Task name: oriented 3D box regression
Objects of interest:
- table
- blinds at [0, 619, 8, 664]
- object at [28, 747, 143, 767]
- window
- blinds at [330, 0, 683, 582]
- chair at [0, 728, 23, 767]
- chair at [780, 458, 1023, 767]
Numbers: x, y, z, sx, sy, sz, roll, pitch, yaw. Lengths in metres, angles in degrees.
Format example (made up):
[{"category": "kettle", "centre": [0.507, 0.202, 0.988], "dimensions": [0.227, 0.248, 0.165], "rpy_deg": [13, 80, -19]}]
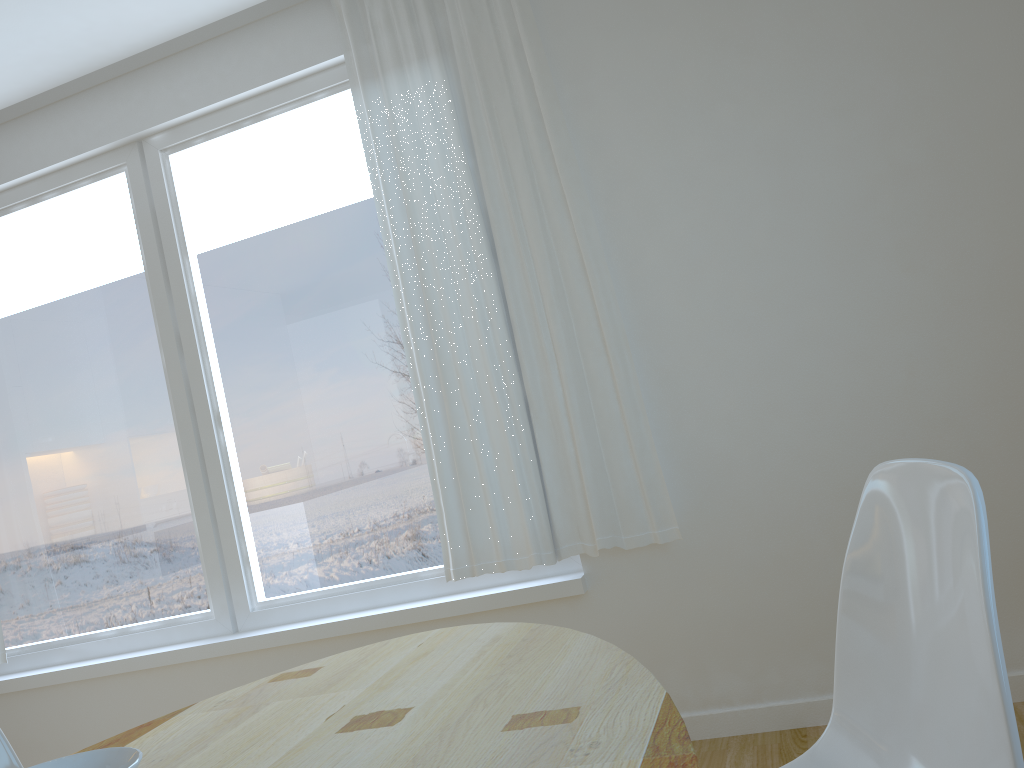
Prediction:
[{"category": "table", "centre": [-0.372, 0.852, 0.594], "dimensions": [1.189, 0.729, 2.189], "rpy_deg": [-14, -3, 15]}, {"category": "blinds", "centre": [-2.574, 0.120, 3.607], "dimensions": [0.791, 2.172, 0.150], "rpy_deg": [-15, -6, 16]}, {"category": "object", "centre": [-0.369, 0.360, 0.707], "dimensions": [0.152, 0.087, 0.150], "rpy_deg": [-10, -4, -45]}, {"category": "window", "centre": [-1.223, -0.018, 3.399], "dimensions": [2.715, 1.929, 0.088], "rpy_deg": [-14, -6, 16]}, {"category": "blinds", "centre": [-0.101, -0.491, 2.864], "dimensions": [0.791, 2.172, 0.150], "rpy_deg": [-15, -6, 17]}, {"category": "chair", "centre": [-0.875, 0.912, 1.417], "dimensions": [0.518, 0.907, 0.431], "rpy_deg": [-17, -6, 36]}, {"category": "chair", "centre": [0.413, 0.598, 1.135], "dimensions": [0.524, 0.907, 0.427], "rpy_deg": [-12, -5, -8]}]
